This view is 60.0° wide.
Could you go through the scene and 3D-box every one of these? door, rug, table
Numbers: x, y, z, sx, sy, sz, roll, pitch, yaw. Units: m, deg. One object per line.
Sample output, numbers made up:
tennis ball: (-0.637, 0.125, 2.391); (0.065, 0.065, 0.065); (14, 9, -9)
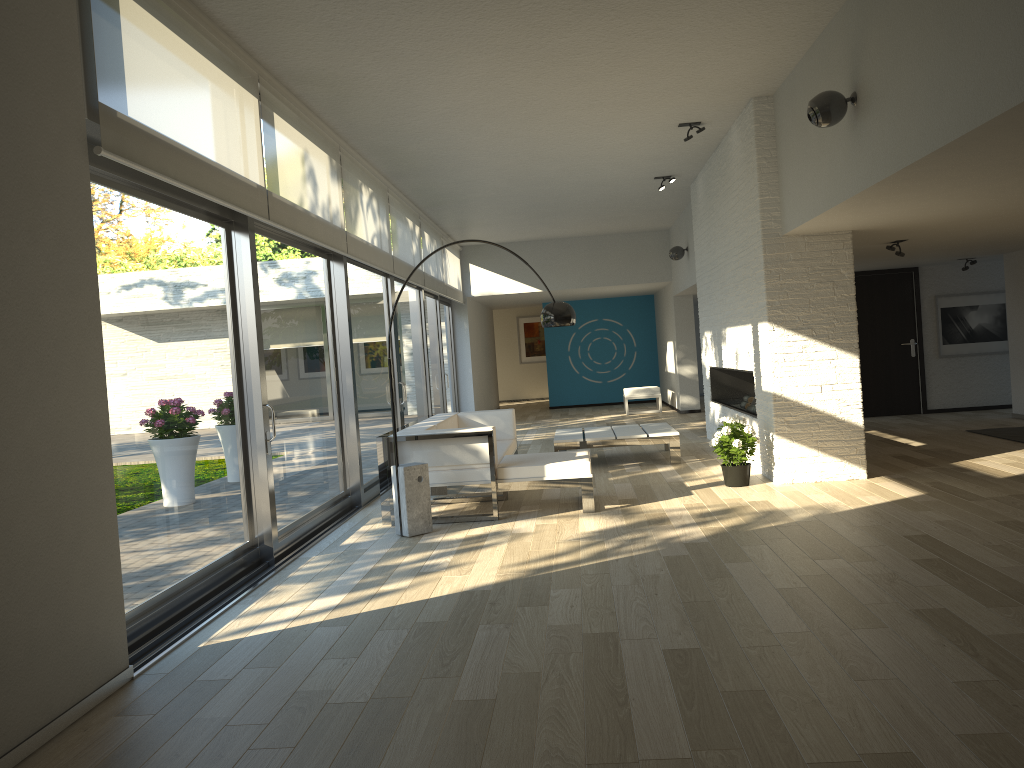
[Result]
door: (4.987, -0.549, 11.807); (0.920, 1.947, 0.108); (-4, 1, 4)
rug: (5.311, 0.505, 8.548); (0.979, 0.011, 1.999); (-4, 2, 4)
door: (-0.200, -0.191, 10.956); (19.438, 2.373, 22.956); (-4, 2, 4)
table: (1.068, 0.642, 9.253); (1.220, 0.305, 1.221); (-4, 2, 4)

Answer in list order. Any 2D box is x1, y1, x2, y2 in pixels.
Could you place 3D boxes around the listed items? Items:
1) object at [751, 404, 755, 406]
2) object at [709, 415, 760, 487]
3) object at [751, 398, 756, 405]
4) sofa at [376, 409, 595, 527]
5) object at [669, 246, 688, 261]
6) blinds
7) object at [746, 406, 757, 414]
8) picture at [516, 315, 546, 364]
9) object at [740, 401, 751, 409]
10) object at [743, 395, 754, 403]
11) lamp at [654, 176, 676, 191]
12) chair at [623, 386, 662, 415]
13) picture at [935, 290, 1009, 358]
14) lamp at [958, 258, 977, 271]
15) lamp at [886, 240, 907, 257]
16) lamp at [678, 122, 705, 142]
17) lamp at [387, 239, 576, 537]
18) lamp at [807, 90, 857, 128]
object: (2.458, 0.248, 8.929); (0.075, 0.074, 0.246); (-4, 2, 3)
object: (1.791, 0.533, 7.105); (0.404, 0.571, 0.431); (-3, 2, 26)
object: (2.498, 0.194, 9.026); (0.093, 0.170, 0.272); (-4, 2, 3)
sofa: (-0.119, 0.610, 7.511); (1.545, 0.654, 2.405); (-4, 2, 4)
object: (2.368, -1.845, 12.487); (0.315, 0.203, 0.201); (-4, 1, 4)
blinds: (-1.252, -1.601, 9.144); (0.056, 0.983, 11.533); (-4, 2, 4)
object: (2.408, 0.258, 8.741); (0.075, 0.074, 0.245); (-5, 2, -17)
picture: (0.833, -1.128, 22.080); (1.378, 1.190, 0.017); (-4, 1, 4)
object: (2.496, 0.228, 9.465); (0.075, 0.074, 0.246); (-4, 2, 3)
object: (2.531, 0.162, 9.459); (0.082, 0.073, 0.237); (-4, 2, 3)
lamp: (1.727, -2.261, 9.990); (0.234, 0.153, 0.135); (-4, 1, 4)
chair: (2.281, 0.284, 15.538); (0.611, 0.442, 0.610); (-4, 2, 4)
picture: (6.097, -0.788, 11.698); (0.958, 0.828, 0.017); (-4, 1, 4)
lamp: (5.608, -1.468, 10.903); (0.234, 0.153, 0.135); (-4, 1, 4)
lamp: (3.510, -1.228, 8.093); (0.135, 0.153, 0.234); (-4, 2, 4)
lamp: (1.562, -2.174, 7.675); (0.234, 0.153, 0.135); (-4, 1, 4)
lamp: (-0.139, -0.050, 6.501); (1.754, 2.023, 0.282); (-5, 2, -43)
lamp: (1.839, -1.566, 5.040); (0.315, 0.203, 0.201); (-4, 1, 4)
